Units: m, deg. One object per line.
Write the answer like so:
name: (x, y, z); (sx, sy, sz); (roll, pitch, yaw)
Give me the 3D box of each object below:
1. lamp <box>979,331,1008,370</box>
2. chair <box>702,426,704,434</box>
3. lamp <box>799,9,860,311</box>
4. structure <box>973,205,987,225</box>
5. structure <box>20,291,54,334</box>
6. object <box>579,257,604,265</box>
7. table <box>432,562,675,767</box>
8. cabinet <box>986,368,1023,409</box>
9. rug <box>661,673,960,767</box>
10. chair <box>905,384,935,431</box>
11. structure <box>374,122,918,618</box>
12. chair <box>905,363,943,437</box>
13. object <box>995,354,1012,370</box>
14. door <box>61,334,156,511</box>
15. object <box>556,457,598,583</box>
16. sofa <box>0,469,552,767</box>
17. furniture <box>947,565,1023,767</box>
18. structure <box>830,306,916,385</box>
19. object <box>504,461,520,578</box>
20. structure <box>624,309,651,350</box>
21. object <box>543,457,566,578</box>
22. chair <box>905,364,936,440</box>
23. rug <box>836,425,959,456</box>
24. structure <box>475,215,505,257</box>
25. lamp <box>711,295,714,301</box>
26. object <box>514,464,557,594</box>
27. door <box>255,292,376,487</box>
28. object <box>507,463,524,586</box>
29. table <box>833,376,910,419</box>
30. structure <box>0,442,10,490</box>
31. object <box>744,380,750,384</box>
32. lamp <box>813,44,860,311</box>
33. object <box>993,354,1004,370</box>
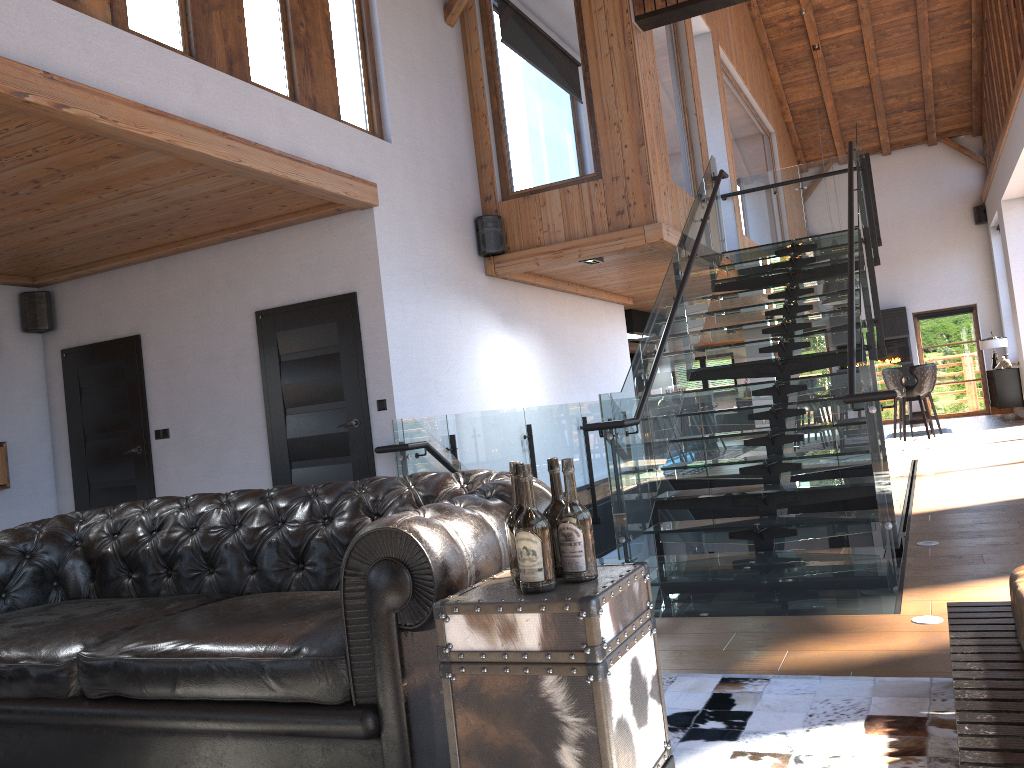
lamp: (8.899, -0.624, 16.355); (0.464, 0.726, 0.475); (-8, -3, 34)
chair: (3.147, 0.803, 15.148); (0.465, 0.840, 0.543); (-8, -3, 22)
lamp: (4.757, -3.428, 13.540); (0.627, 4.687, 0.616); (-6, -3, -20)
structure: (9.046, -3.268, 17.128); (0.211, 0.349, 0.215); (-8, -3, 25)
structure: (-4.146, -0.627, 7.744); (0.211, 0.349, 0.215); (-8, -3, 25)
object: (0.723, -1.143, 8.091); (0.154, 0.068, 0.263); (-8, -3, 25)
table: (0.114, 0.767, 2.087); (0.401, 0.609, 0.421); (-8, -3, 25)
cabinet: (8.782, 0.064, 15.817); (0.398, 0.655, 1.884); (-8, -3, 25)
rug: (0.275, 1.025, 2.033); (3.771, 0.053, 2.454); (-8, -2, 25)
chair: (6.601, 0.244, 14.411); (0.563, 1.092, 0.508); (-8, -3, 23)
structure: (4.838, 0.367, 8.099); (9.122, 6.402, 11.127); (-8, -3, 25)
chair: (6.232, 0.252, 13.511); (0.566, 1.092, 0.506); (-7, -3, 8)
object: (8.487, -0.381, 15.347); (0.181, 0.263, 0.498); (-6, -2, -7)
door: (-3.398, 0.664, 7.532); (0.932, 2.056, 0.145); (-8, -3, 24)
object: (0.145, 0.316, 2.084); (0.086, 0.286, 0.088); (-9, -4, 37)
sofa: (-1.049, 0.829, 3.182); (2.542, 0.839, 1.250); (-8, -3, 24)
furniture: (1.329, 0.682, 1.336); (1.164, 0.437, 2.785); (-8, -2, 25)
structure: (7.250, -0.620, 17.814); (1.430, 1.650, 0.437); (-8, -3, 24)
object: (0.024, 0.336, 2.215); (0.087, 0.286, 0.087); (-7, -3, 2)
structure: (2.141, -0.852, 14.536); (0.704, 0.476, 3.280); (-8, -2, 25)
object: (0.115, 0.323, 2.170); (0.088, 0.286, 0.086); (-5, -3, -26)
chair: (5.823, 0.281, 12.788); (0.561, 1.092, 0.510); (-8, -3, 33)
rug: (5.311, 0.907, 13.434); (2.527, 0.047, 5.683); (-8, -2, 25)
structure: (-0.196, -1.325, 7.938); (0.211, 0.349, 0.215); (-8, -3, 25)
lamp: (2.758, -1.211, 12.423); (0.154, 0.068, 0.263); (-8, -3, 25)
object: (0.045, 0.326, 2.020); (0.086, 0.286, 0.088); (-9, -3, 35)
door: (-1.443, 0.401, 6.651); (0.932, 2.056, 0.145); (-8, -3, 24)
object: (0.031, 0.331, 2.117); (0.087, 0.286, 0.088); (-7, -3, 2)
table: (5.451, 0.443, 13.727); (1.415, 0.950, 3.832); (-8, -3, 25)
structure: (-4.754, 0.176, 6.579); (0.318, 1.446, 1.869); (-8, -3, 25)
object: (5.189, 0.030, 19.553); (0.150, 0.505, 0.327); (-8, -3, 24)
lamp: (5.441, -3.451, 14.994); (0.627, 4.687, 0.616); (-6, -3, -20)
object: (8.691, -0.398, 15.870); (0.149, 0.288, 0.505); (-8, -3, 25)
